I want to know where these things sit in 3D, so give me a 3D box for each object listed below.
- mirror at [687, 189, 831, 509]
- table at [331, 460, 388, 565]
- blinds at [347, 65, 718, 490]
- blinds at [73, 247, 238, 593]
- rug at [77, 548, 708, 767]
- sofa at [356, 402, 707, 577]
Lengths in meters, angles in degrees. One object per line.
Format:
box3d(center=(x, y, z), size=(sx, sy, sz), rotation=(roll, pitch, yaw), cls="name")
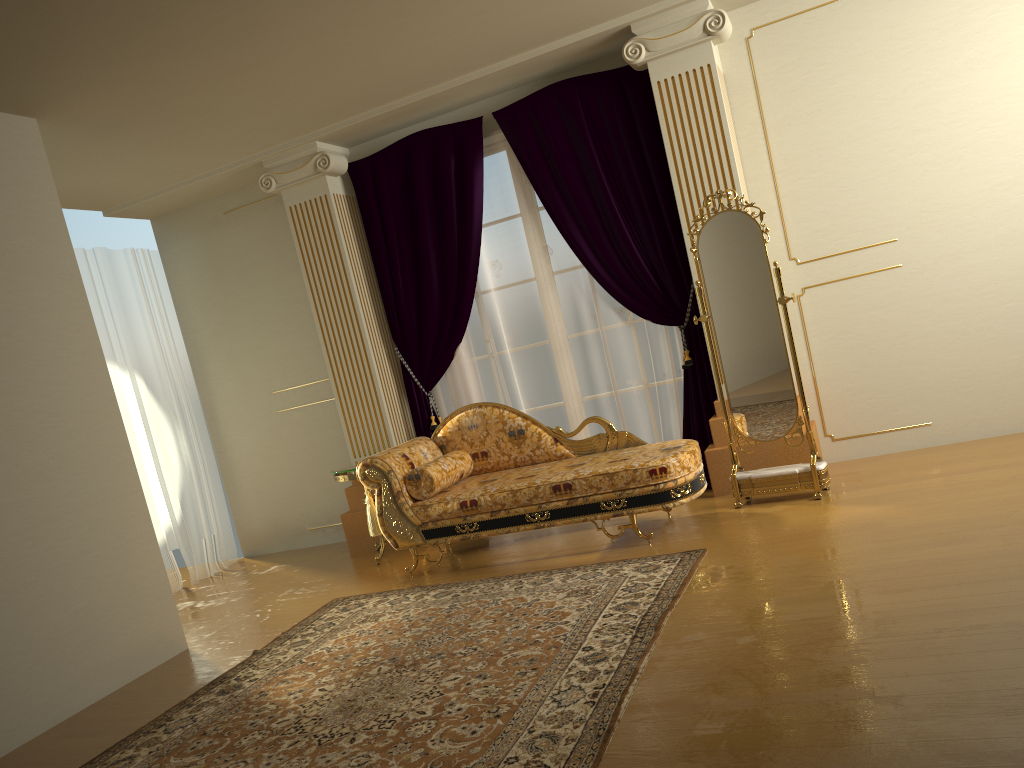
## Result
box3d(center=(1.280, -0.198, 4.738), size=(0.544, 1.711, 0.240), rotation=(-10, 7, 32), cls="mirror")
box3d(center=(-0.828, 0.811, 5.825), size=(0.567, 0.647, 0.572), rotation=(-15, 5, -23), cls="table")
box3d(center=(0.172, -0.465, 5.807), size=(2.246, 2.670, 0.335), rotation=(-11, 6, 23), cls="blinds")
box3d(center=(-2.783, 0.312, 5.957), size=(0.165, 2.522, 2.142), rotation=(-11, 5, 24), cls="blinds")
box3d(center=(-0.562, 1.176, 3.185), size=(2.127, 0.017, 3.047), rotation=(-13, 3, 22), cls="rug")
box3d(center=(0.106, 0.501, 4.989), size=(1.902, 0.877, 0.686), rotation=(-12, 5, 22), cls="sofa")
